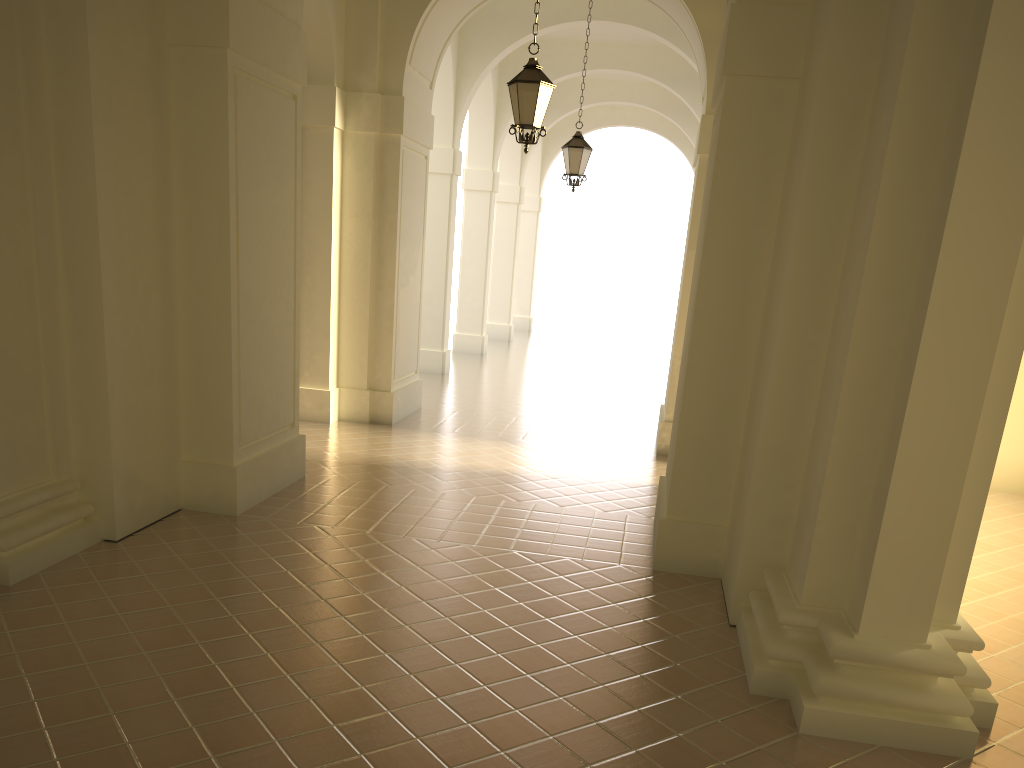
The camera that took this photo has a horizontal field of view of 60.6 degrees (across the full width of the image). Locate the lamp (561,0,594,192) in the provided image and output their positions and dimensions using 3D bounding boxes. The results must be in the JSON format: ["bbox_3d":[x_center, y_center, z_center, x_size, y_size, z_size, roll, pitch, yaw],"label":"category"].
[{"bbox_3d":[1.095,-4.670,13.341,0.509,3.454,0.424,7,16,8],"label":"lamp"}]

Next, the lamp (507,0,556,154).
[{"bbox_3d":[0.274,-4.024,8.561,0.441,3.454,0.489,-2,17,-21],"label":"lamp"}]
